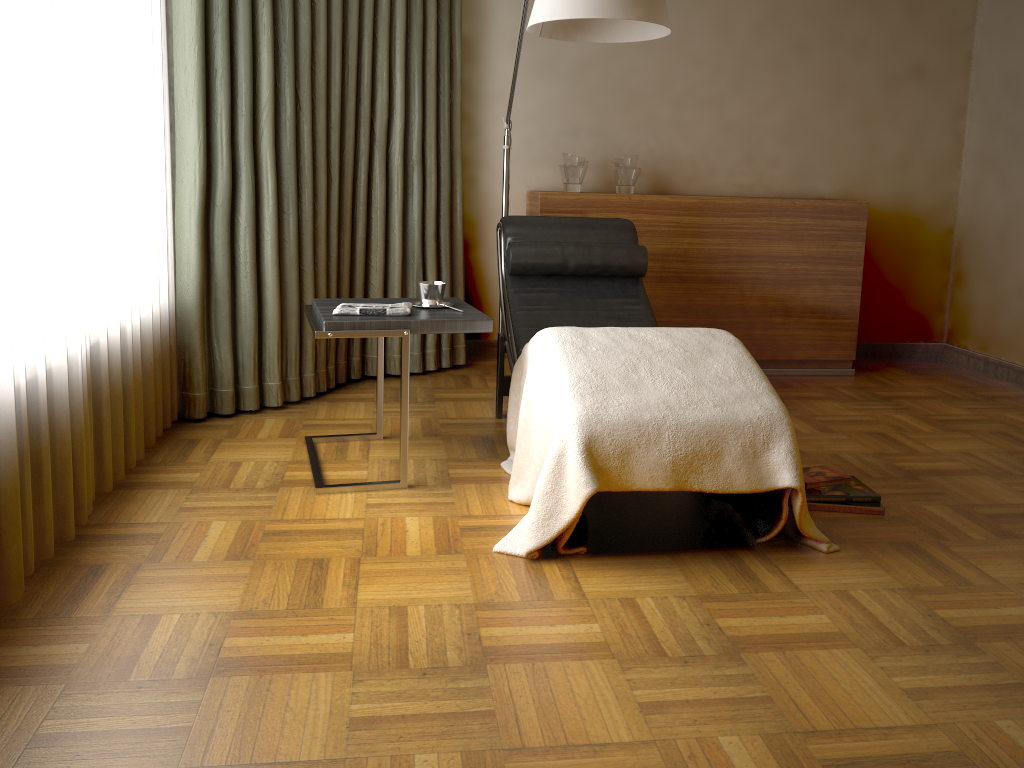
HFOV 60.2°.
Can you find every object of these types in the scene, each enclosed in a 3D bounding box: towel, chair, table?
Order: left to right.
[{"bbox_3d":[-0.437,-0.236,2.792,0.240,0.035,0.181,1,13,-4],"label":"towel"},{"bbox_3d":[-0.375,-0.228,2.903,0.518,0.044,0.507,-2,13,-16],"label":"table"},{"bbox_3d":[0.323,-0.155,3.097,0.635,0.786,1.816,0,12,-8],"label":"chair"}]

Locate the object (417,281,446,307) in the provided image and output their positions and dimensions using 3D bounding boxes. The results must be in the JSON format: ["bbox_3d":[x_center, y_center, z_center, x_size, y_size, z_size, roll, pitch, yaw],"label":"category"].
[{"bbox_3d":[-0.270,-0.301,2.959,0.098,0.077,0.112,0,11,-6],"label":"object"}]

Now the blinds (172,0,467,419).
[{"bbox_3d":[-0.735,-1.190,3.761,0.226,2.420,1.544,8,11,36],"label":"blinds"}]

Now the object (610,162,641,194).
[{"bbox_3d":[0.566,-1.029,4.412,0.155,0.152,0.158,-2,11,-17],"label":"object"}]

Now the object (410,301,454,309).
[{"bbox_3d":[-0.270,-0.264,2.958,0.150,0.009,0.152,1,13,-2],"label":"object"}]

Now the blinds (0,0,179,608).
[{"bbox_3d":[-1.092,-0.766,2.136,0.092,2.260,2.229,1,10,-8],"label":"blinds"}]

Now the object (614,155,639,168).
[{"bbox_3d":[0.567,-1.067,4.407,0.123,0.148,0.124,-4,11,-28],"label":"object"}]

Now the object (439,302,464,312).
[{"bbox_3d":[-0.198,-0.253,2.886,0.029,0.019,0.125,-7,16,-38],"label":"object"}]

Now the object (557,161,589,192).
[{"bbox_3d":[0.300,-1.029,4.376,0.156,0.152,0.157,10,13,38],"label":"object"}]

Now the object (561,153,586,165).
[{"bbox_3d":[0.301,-1.067,4.371,0.122,0.148,0.124,-3,11,-26],"label":"object"}]

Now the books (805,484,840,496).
[{"bbox_3d":[0.930,0.301,2.728,0.124,0.018,0.174,13,17,40],"label":"books"}]

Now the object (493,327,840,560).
[{"bbox_3d":[0.373,0.112,2.597,0.917,0.513,0.923,0,12,-8],"label":"object"}]

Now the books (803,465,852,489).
[{"bbox_3d":[0.934,0.285,2.719,0.173,0.018,0.125,-4,14,-23],"label":"books"}]

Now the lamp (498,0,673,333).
[{"bbox_3d":[0.223,-0.748,3.287,0.451,1.941,1.435,1,10,-4],"label":"lamp"}]

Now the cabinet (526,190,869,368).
[{"bbox_3d":[0.920,-0.542,4.577,1.673,0.851,0.421,0,9,-8],"label":"cabinet"}]

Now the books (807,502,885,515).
[{"bbox_3d":[0.969,0.346,2.712,0.280,0.022,0.203,3,13,6],"label":"books"}]

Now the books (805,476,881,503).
[{"bbox_3d":[0.966,0.322,2.725,0.264,0.020,0.192,1,13,-4],"label":"books"}]
